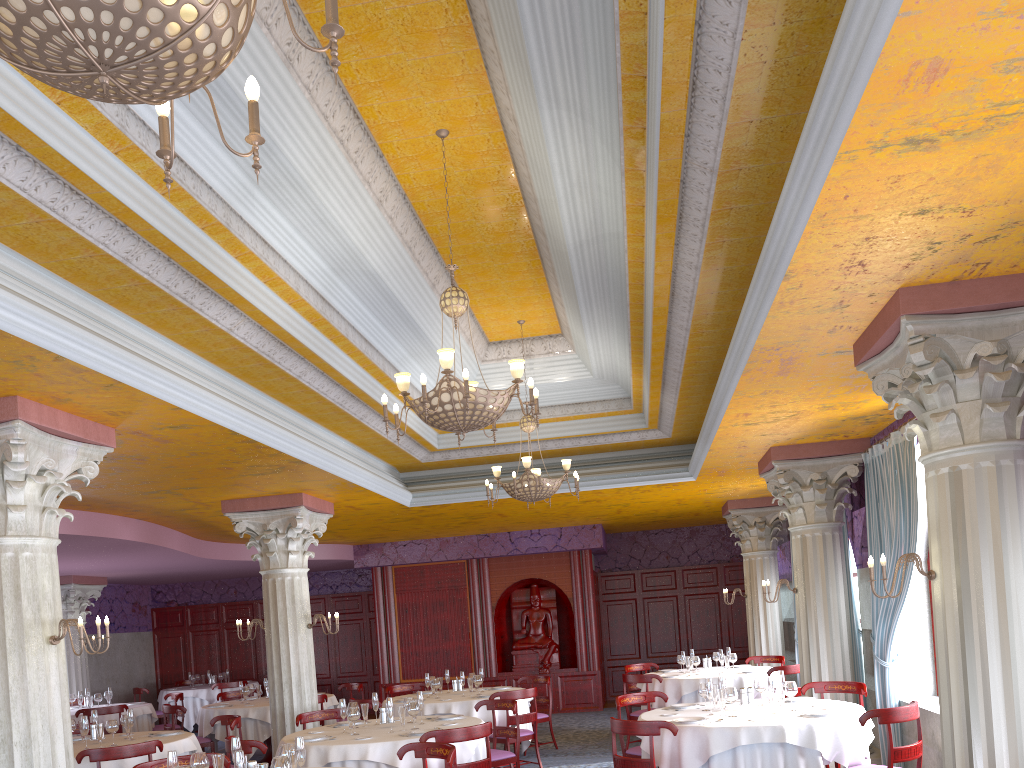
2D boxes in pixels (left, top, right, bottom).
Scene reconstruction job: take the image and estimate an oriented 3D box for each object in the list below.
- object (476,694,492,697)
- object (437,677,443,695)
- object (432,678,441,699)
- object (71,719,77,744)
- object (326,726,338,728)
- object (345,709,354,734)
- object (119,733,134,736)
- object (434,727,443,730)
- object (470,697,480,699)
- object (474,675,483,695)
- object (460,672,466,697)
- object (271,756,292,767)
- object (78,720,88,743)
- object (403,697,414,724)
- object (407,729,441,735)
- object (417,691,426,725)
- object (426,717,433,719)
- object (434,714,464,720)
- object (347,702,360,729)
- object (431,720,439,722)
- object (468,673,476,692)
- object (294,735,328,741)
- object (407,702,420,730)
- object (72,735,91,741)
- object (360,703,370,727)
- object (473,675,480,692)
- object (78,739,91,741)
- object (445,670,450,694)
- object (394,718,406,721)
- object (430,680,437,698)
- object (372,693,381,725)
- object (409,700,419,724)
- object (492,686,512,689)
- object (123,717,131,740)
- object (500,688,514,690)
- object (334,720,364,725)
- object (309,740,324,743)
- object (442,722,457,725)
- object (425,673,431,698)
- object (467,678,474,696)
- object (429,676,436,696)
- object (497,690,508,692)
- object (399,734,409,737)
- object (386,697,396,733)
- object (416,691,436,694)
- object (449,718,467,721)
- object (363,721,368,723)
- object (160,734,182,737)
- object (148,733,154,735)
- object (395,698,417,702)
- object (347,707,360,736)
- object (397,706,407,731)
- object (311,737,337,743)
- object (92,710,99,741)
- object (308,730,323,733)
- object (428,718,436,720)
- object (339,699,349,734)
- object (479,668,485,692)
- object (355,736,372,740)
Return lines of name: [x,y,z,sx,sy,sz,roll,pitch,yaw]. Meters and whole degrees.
object: [-0.312,4.046,11.115,0.314,0.024,0.323,-6,-15,8]
object: [-1.003,4.234,12.010,0.087,0.235,0.085,-5,-2,33]
object: [-1.003,4.055,11.400,0.122,0.261,0.124,-4,-3,-1]
object: [-4.696,3.698,9.110,0.123,0.261,0.123,-5,-3,22]
object: [-1.867,3.560,8.909,0.054,0.019,0.265,4,-17,-31]
object: [-1.550,3.242,8.221,0.087,0.235,0.085,-5,-2,33]
object: [-4.310,3.924,9.577,0.158,0.009,0.164,-1,-15,-12]
object: [-0.658,3.221,7.986,0.054,0.019,0.265,4,-17,-31]
object: [-0.472,4.038,11.023,0.027,0.013,0.239,5,-17,-35]
object: [-0.449,4.043,11.505,0.122,0.261,0.124,-4,-3,-1]
object: [-0.653,3.985,11.367,0.075,0.332,0.073,-5,-1,44]
object: [-1.397,2.393,5.196,0.123,0.261,0.123,-5,-3,22]
object: [-4.591,3.719,9.165,0.085,0.235,0.087,-3,-2,-34]
object: [-1.047,3.344,8.778,0.123,0.261,0.123,-5,-3,22]
object: [-0.806,3.188,7.833,0.314,0.024,0.323,-6,-15,8]
object: [-0.912,3.243,8.576,0.073,0.332,0.075,-4,-1,-23]
object: [-0.802,3.522,9.053,0.257,0.019,0.056,6,-17,-32]
object: [-0.650,3.469,8.906,0.320,0.024,0.317,-16,-19,36]
object: [-1.600,3.355,8.673,0.122,0.261,0.124,-3,-3,-23]
object: [-0.789,3.446,8.760,0.029,0.010,0.143,5,-17,-33]
object: [-0.554,4.202,12.060,0.122,0.261,0.124,-4,-3,-1]
object: [-1.876,3.307,7.989,0.314,0.024,0.323,-6,-15,8]
object: [-0.942,3.185,8.223,0.122,0.261,0.124,-3,-3,-23]
object: [-4.815,3.931,9.499,0.314,0.024,0.323,-6,-15,8]
object: [-1.496,3.376,8.728,0.086,0.235,0.086,-5,-2,10]
object: [-0.498,4.183,11.956,0.086,0.235,0.086,-5,-2,10]
object: [-4.670,3.890,9.359,0.139,0.010,0.030,6,-17,-34]
object: [-0.908,4.201,12.093,0.075,0.332,0.073,-5,-1,44]
object: [-1.215,3.581,9.141,0.159,0.009,0.164,-6,-15,8]
object: [-1.057,4.100,11.503,0.085,0.235,0.087,-4,-2,-12]
object: [-1.401,3.343,8.811,0.075,0.332,0.073,-5,-1,44]
object: [-0.991,3.325,8.674,0.086,0.235,0.086,-5,-2,10]
object: [-0.157,4.327,12.188,0.312,0.024,0.325,-1,-15,-12]
object: [-4.086,3.668,9.111,0.085,0.235,0.087,-4,-2,-12]
object: [-0.065,4.282,12.028,0.233,0.013,0.028,7,-17,-36]
object: [-1.720,3.588,9.062,0.312,0.024,0.325,-1,-15,-12]
object: [-1.747,3.277,7.871,0.254,0.003,0.023,8,-19,-37]
object: [-0.612,3.336,8.400,0.159,0.009,0.163,9,-20,-40]
object: [-1.143,4.084,11.602,0.075,0.332,0.073,-5,-1,44]
object: [-0.551,4.049,11.450,0.087,0.235,0.085,-5,-2,33]
object: [-1.107,4.213,11.955,0.122,0.261,0.124,-4,-3,-1]
object: [-0.119,4.194,11.682,0.159,0.009,0.164,-6,-15,8]
object: [-0.965,3.180,7.742,0.027,0.013,0.239,5,-17,-35]
object: [-1.146,3.127,8.085,0.075,0.332,0.073,-5,-1,44]
object: [-1.227,4.447,12.344,0.315,0.024,0.322,9,-20,-40]
object: [-0.558,3.424,8.746,0.233,0.013,0.028,7,-17,-36]
object: [-1.560,3.608,9.153,0.027,0.013,0.239,5,-17,-35]
object: [-3.654,3.767,9.182,0.233,0.013,0.028,7,-17,-36]
object: [-3.897,3.865,9.490,0.257,0.019,0.056,6,-17,-32]
object: [-1.382,4.166,11.271,0.314,0.024,0.323,-6,-15,8]
object: [-1.496,3.196,8.118,0.122,0.261,0.124,-4,-3,-1]
object: [-1.044,3.191,8.168,0.087,0.235,0.085,-5,-2,33]
object: [-1.723,3.259,7.841,0.257,0.019,0.056,6,-17,-32]
object: [-4.497,3.686,9.248,0.075,0.332,0.073,-5,-1,44]
object: [-1.953,3.470,8.536,0.159,0.009,0.164,5,-18,-31]
object: [-0.777,3.521,9.024,0.254,0.003,0.023,8,-19,-37]
object: [-1.636,3.226,8.320,0.074,0.332,0.074,-4,-1,-1]
object: [-0.419,4.102,11.858,0.075,0.332,0.073,-5,-1,44]
object: [-1.351,3.225,7.796,0.159,0.009,0.163,9,-20,-40]
